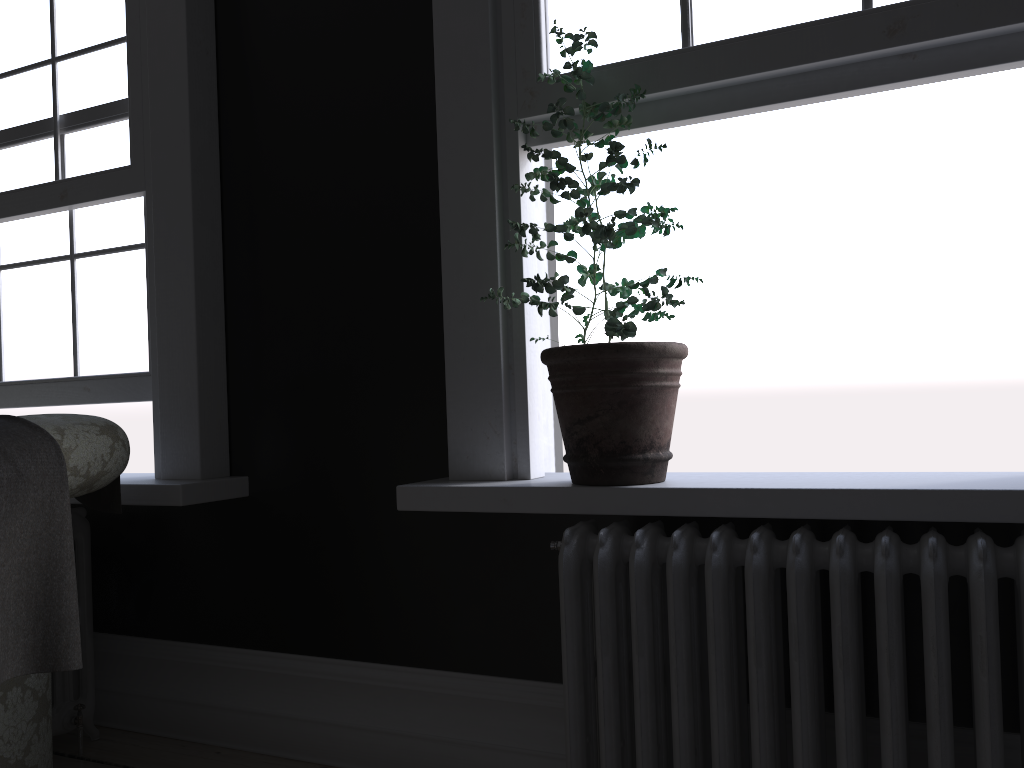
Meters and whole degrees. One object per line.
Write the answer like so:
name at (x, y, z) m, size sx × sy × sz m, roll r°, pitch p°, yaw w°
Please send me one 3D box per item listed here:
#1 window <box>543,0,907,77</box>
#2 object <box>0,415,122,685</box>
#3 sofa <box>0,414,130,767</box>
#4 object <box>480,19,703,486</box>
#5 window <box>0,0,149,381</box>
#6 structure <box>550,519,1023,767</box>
window at (0.634, -1.275, 2.189) m, size 1.263 × 1.017 × 0.056 m, roll -3°, pitch -1°, yaw 26°
object at (-1.319, 0.375, 2.286) m, size 0.517 × 0.585 × 1.368 m, roll -2°, pitch -1°, yaw -15°
sofa at (-2.220, 0.704, 2.606) m, size 2.814 × 1.160 × 1.606 m, roll -3°, pitch -1°, yaw 26°
object at (0.216, -0.317, 2.233) m, size 0.505 × 1.133 × 0.474 m, roll -2°, pitch -1°, yaw -25°
window at (-1.855, -0.824, 3.384) m, size 1.263 × 1.671 × 0.056 m, roll -2°, pitch -1°, yaw 26°
structure at (0.620, 0.741, 1.977) m, size 1.141 × 0.848 × 0.276 m, roll -3°, pitch -1°, yaw 26°
